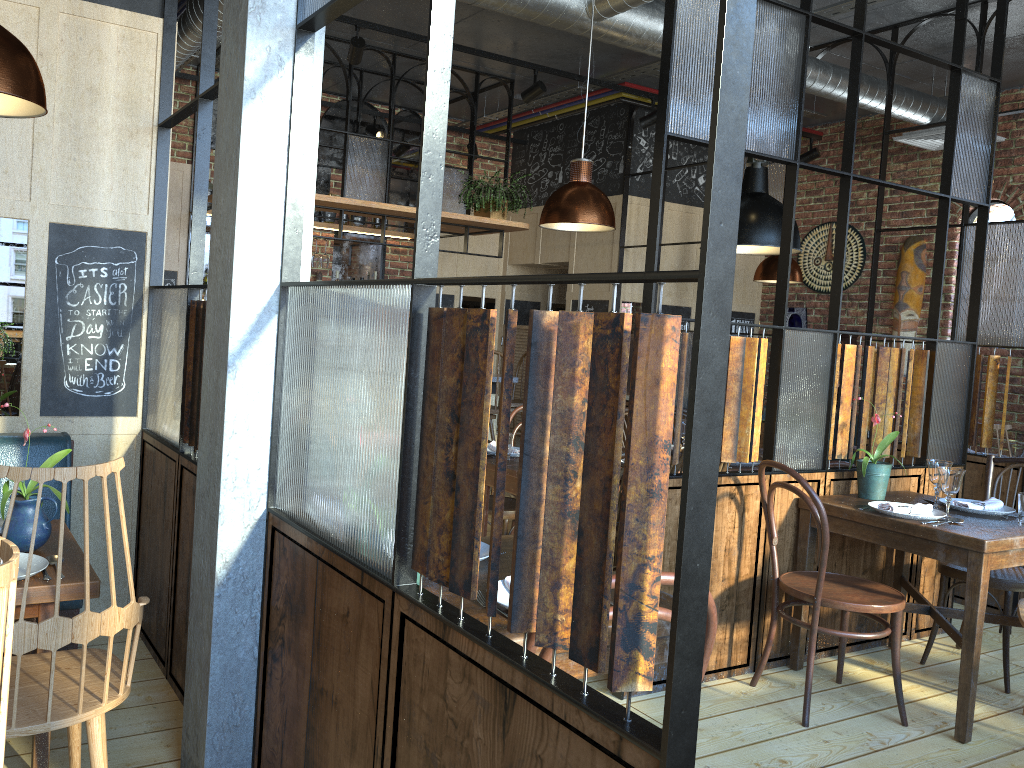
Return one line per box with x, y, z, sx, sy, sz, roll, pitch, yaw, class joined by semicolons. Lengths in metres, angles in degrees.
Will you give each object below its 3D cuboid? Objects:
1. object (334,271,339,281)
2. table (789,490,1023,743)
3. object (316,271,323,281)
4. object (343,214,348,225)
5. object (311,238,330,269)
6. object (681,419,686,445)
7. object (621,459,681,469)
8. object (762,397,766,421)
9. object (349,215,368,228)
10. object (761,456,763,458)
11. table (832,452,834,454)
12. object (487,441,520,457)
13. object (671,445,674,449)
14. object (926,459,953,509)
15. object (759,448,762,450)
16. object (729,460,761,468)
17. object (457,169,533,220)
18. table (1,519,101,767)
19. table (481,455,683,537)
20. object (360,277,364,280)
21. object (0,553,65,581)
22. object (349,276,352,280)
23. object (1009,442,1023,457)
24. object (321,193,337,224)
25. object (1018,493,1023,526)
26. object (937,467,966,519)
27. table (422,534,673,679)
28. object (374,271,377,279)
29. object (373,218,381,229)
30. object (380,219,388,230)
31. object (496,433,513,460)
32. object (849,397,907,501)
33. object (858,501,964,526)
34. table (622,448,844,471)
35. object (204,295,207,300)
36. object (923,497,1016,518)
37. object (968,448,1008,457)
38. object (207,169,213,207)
-1.561;-0.856;7.837;0.084;0.302;0.088;3;2;-14;object
1.690;0.874;3.546;0.719;0.726;0.783;2;3;-33;table
-1.694;-0.849;7.734;0.164;0.283;0.126;3;3;-18;object
-1.492;-1.540;7.845;0.063;0.263;0.069;2;3;-33;object
-1.517;-0.939;6.222;0.477;0.207;0.069;2;3;-31;object
0.933;0.291;4.751;0.096;0.191;0.100;3;3;-12;object
0.648;0.373;4.269;0.312;0.051;0.280;2;4;-29;object
1.944;0.250;6.607;0.154;0.426;0.192;6;3;35;object
-1.372;-1.546;7.905;0.164;0.283;0.126;3;3;-18;object
1.536;0.398;4.801;0.312;0.051;0.280;2;4;-29;object
1.969;0.748;6.937;0.712;0.602;0.776;2;4;-33;table
-0.048;0.323;4.359;0.312;0.051;0.280;2;4;-29;object
0.840;0.347;4.895;0.312;0.051;0.280;2;4;-29;object
1.752;0.412;3.626;0.103;0.191;0.094;6;3;33;object
1.283;0.360;5.158;0.312;0.051;0.280;2;4;-29;object
1.165;0.388;4.565;0.312;0.051;0.280;2;4;-29;object
-0.105;-1.441;6.791;0.635;0.369;0.476;6;4;35;object
-1.637;0.784;2.502;0.712;0.602;0.776;2;4;-33;table
0.289;0.735;4.328;0.987;0.727;0.759;2;4;-32;table
-1.361;-0.829;7.944;0.074;0.262;0.082;2;3;-32;object
-1.368;0.483;2.359;0.312;0.051;0.280;2;4;-29;object
-1.456;-0.833;7.888;0.069;0.263;0.063;6;3;38;object
3.111;0.426;5.434;0.084;0.119;0.084;4;3;-2;object
-1.611;-1.544;7.760;0.112;0.264;0.122;2;3;-32;object
1.963;0.479;3.339;0.080;0.119;0.088;1;4;-43;object
1.684;0.422;3.396;0.101;0.191;0.096;5;3;15;object
-0.088;0.841;2.186;0.719;0.726;0.783;2;3;-33;table
-1.252;-0.861;8.031;0.074;0.329;0.077;4;2;-9;object
-1.224;-1.533;8.008;0.063;0.263;0.069;2;3;-39;object
-1.161;-1.531;8.046;0.069;0.263;0.063;6;3;44;object
-0.040;0.297;4.192;0.088;0.119;0.080;6;3;33;object
1.558;0.275;3.744;0.209;0.426;0.138;4;2;2;object
1.536;0.483;3.393;0.259;0.051;0.338;2;4;-30;object
1.216;0.761;4.892;0.987;0.727;0.759;2;4;-32;table
-2.464;-0.480;7.234;0.297;0.491;0.213;2;3;-32;object
1.894;0.492;3.626;0.259;0.051;0.338;2;4;-30;object
2.969;0.444;5.562;0.312;0.051;0.280;2;4;-29;object
-2.491;-1.600;7.229;0.074;0.329;0.077;4;2;-9;object
